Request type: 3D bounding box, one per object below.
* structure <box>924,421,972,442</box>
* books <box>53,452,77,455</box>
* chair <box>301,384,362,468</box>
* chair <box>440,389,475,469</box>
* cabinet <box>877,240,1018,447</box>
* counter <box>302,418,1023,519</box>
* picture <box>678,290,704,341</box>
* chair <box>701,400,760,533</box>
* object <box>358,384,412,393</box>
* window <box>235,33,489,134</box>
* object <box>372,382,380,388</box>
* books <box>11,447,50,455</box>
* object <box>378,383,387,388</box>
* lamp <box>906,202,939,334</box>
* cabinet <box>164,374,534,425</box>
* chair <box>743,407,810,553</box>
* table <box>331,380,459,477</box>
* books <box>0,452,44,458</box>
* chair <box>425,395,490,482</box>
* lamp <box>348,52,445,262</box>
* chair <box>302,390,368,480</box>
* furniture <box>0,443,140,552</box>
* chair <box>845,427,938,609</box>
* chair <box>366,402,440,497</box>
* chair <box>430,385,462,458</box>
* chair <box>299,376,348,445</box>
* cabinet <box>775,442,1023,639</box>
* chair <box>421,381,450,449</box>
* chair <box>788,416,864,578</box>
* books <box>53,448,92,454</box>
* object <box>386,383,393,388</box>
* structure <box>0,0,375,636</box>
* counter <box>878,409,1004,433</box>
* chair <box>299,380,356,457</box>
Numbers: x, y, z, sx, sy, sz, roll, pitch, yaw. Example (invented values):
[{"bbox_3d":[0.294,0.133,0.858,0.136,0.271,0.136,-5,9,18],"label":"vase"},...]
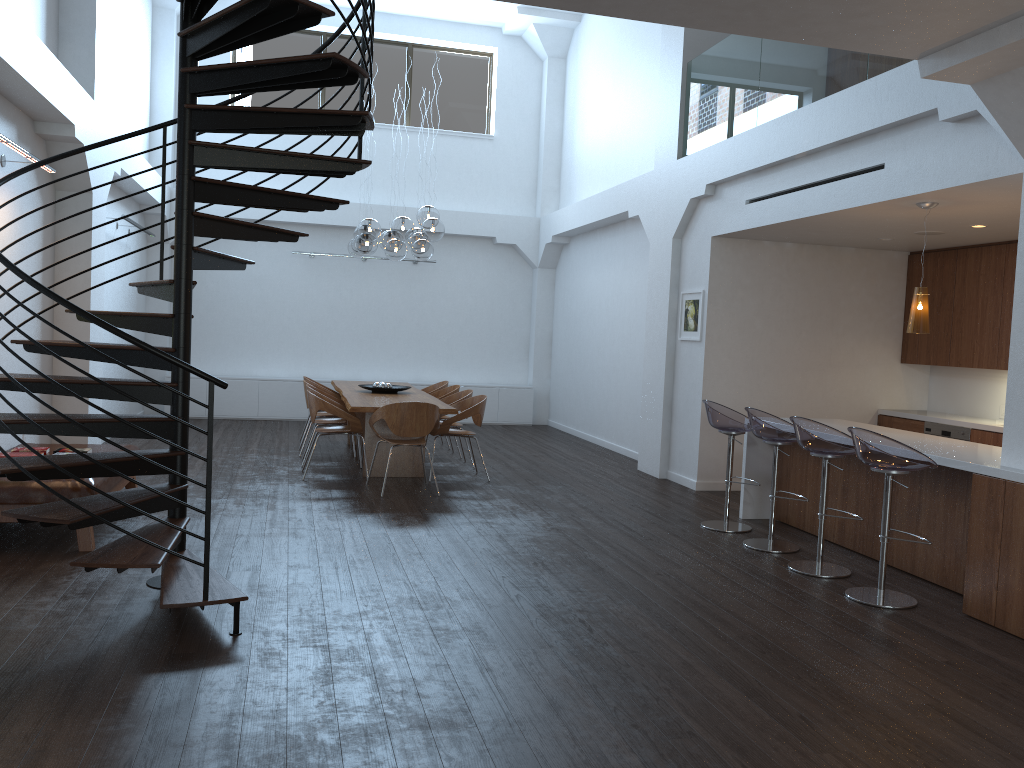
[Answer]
[{"bbox_3d":[4.041,0.745,8.289,0.041,0.736,0.594,2,3,-14],"label":"structure"},{"bbox_3d":[-3.042,0.507,6.144,0.247,0.040,0.185,2,3,-11],"label":"books"},{"bbox_3d":[-1.893,0.431,9.368,0.618,0.833,0.629,2,3,-13],"label":"chair"},{"bbox_3d":[-0.735,0.468,9.667,0.618,0.833,0.629,2,3,-14],"label":"chair"},{"bbox_3d":[4.764,0.056,6.719,0.598,2.499,5.299,2,3,-14],"label":"cabinet"},{"bbox_3d":[1.653,0.734,6.711,3.039,0.860,8.182,0,4,-43],"label":"counter"},{"bbox_3d":[1.819,-0.695,9.016,0.018,0.500,0.500,2,3,-14],"label":"picture"},{"bbox_3d":[1.736,0.638,7.058,0.481,1.014,0.530,2,3,-12],"label":"chair"},{"bbox_3d":[-1.416,0.057,9.870,0.592,0.066,0.592,5,4,34],"label":"object"},{"bbox_3d":[-2.322,-4.783,14.110,3.970,1.308,0.005,2,3,-14],"label":"window"},{"bbox_3d":[-1.503,0.026,9.864,0.100,0.100,0.100,5,4,31],"label":"object"},{"bbox_3d":[-3.442,0.480,6.342,0.224,0.036,0.161,1,3,-20],"label":"books"},{"bbox_3d":[-1.428,0.033,9.797,0.100,0.100,0.100,5,4,31],"label":"object"},{"bbox_3d":[2.313,-1.214,4.948,0.149,1.807,2.842,4,4,25],"label":"lamp"},{"bbox_3d":[-2.421,0.256,13.842,5.580,0.626,0.478,2,3,-14],"label":"cabinet"},{"bbox_3d":[1.916,0.681,6.453,0.481,1.014,0.530,2,3,-16],"label":"chair"},{"bbox_3d":[-1.437,0.464,9.898,1.012,0.750,3.803,2,3,-14],"label":"table"},{"bbox_3d":[-3.359,0.498,6.022,0.283,0.043,0.197,2,3,-15],"label":"books"},{"bbox_3d":[-0.563,0.519,8.907,0.618,0.833,0.629,2,3,-16],"label":"chair"},{"bbox_3d":[-1.223,-2.357,9.431,0.849,2.140,1.787,2,3,-15],"label":"lamp"},{"bbox_3d":[-1.712,0.481,8.623,0.617,0.830,0.629,2,3,-14],"label":"chair"},{"bbox_3d":[-3.222,0.738,6.213,0.907,0.453,1.819,2,3,-14],"label":"furniture"},{"bbox_3d":[2.207,0.764,5.222,0.481,1.014,0.530,2,3,-12],"label":"chair"},{"bbox_3d":[-0.966,0.550,8.032,0.629,0.833,0.618,2,3,-19],"label":"chair"},{"bbox_3d":[-0.921,0.418,10.406,0.618,0.833,0.629,2,3,-14],"label":"chair"},{"bbox_3d":[-2.274,0.329,10.861,0.618,0.833,0.629,2,3,-14],"label":"chair"},{"bbox_3d":[2.932,0.893,5.364,0.898,0.796,4.493,2,3,-14],"label":"cabinet"},{"bbox_3d":[-1.107,0.367,11.149,0.618,0.833,0.629,2,3,-14],"label":"chair"},{"bbox_3d":[2.054,0.722,5.832,0.481,1.014,0.530,2,3,-16],"label":"chair"},{"bbox_3d":[-3.162,0.490,6.386,0.224,0.032,0.161,2,3,-14],"label":"books"},{"bbox_3d":[-1.381,0.036,9.885,0.100,0.100,0.100,5,4,31],"label":"object"},{"bbox_3d":[-1.771,-1.069,4.810,1.998,4.352,1.998,5,4,37],"label":"structure"},{"bbox_3d":[4.633,0.440,7.184,0.600,0.050,4.387,2,3,-14],"label":"counter"},{"bbox_3d":[-2.097,0.380,10.102,0.618,0.833,0.629,2,3,-14],"label":"chair"}]
